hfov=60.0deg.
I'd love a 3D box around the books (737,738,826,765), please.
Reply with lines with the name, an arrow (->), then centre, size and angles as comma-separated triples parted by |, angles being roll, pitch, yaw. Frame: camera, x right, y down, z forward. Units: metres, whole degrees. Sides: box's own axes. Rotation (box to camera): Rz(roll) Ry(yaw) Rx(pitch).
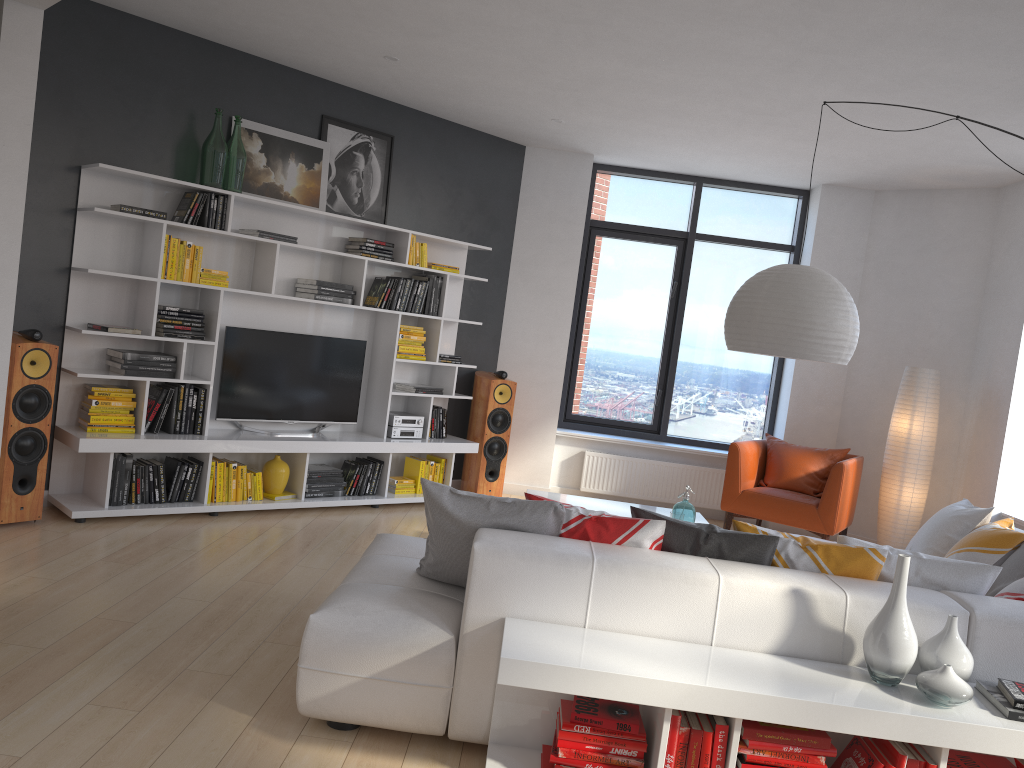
books -> 0.790, 1.081, 2.686 | 0.257, 0.025, 0.182 | 8, 3, 1

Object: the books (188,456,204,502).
books -> -2.063, 0.608, 5.690 | 0.066, 0.260, 0.197 | 4, 5, -43

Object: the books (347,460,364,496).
books -> -1.191, 0.689, 6.511 | 0.096, 0.234, 0.187 | 4, 5, -43

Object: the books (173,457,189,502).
books -> -2.134, 0.606, 5.623 | 0.075, 0.254, 0.192 | 4, 5, -44

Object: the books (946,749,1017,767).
books -> 1.413, 1.188, 2.708 | 0.301, 0.032, 0.227 | 8, 3, 1

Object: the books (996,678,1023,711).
books -> 1.592, 0.943, 2.629 | 0.238, 0.027, 0.188 | 8, 4, 15

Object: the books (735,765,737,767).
books -> 0.792, 1.163, 2.703 | 0.279, 0.039, 0.206 | 8, 3, 2

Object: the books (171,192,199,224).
books -> -2.034, -1.094, 5.513 | 0.096, 0.213, 0.166 | 4, 5, -45

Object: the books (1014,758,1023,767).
books -> 1.604, 1.282, 2.659 | 0.134, 0.248, 0.192 | 8, 3, 1

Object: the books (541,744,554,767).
books -> 0.241, 1.205, 2.748 | 0.301, 0.032, 0.227 | 8, 3, 1

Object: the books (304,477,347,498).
books -> -1.403, 0.717, 6.352 | 0.277, 0.137, 0.343 | 11, 5, 41

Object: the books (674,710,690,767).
books -> 0.495, 1.129, 2.699 | 0.031, 0.255, 0.181 | 8, 3, 1

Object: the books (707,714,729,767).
books -> 0.602, 1.126, 2.691 | 0.049, 0.291, 0.214 | 8, 3, 1

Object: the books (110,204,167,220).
books -> -2.238, -1.026, 5.313 | 0.268, 0.046, 0.208 | 5, 4, -40

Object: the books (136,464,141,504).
books -> -2.322, 0.601, 5.433 | 0.053, 0.240, 0.189 | 4, 5, -43

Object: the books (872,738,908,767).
books -> 1.105, 1.201, 2.657 | 0.046, 0.282, 0.199 | 8, 3, 1

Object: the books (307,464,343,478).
books -> -1.410, 0.622, 6.358 | 0.250, 0.047, 0.310 | 11, 5, 42

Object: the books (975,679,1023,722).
books -> 1.591, 0.968, 2.656 | 0.300, 0.026, 0.245 | 8, 3, 6

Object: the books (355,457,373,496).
books -> -1.125, 0.683, 6.571 | 0.075, 0.254, 0.192 | 4, 5, -44

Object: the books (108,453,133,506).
books -> -2.411, 0.556, 5.353 | 0.128, 0.321, 0.259 | 4, 5, -43

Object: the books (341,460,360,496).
books -> -1.212, 0.687, 6.484 | 0.104, 0.234, 0.182 | 4, 5, -43

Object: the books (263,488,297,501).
books -> -1.651, 0.753, 6.105 | 0.270, 0.029, 0.204 | 10, 4, 31

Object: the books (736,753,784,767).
books -> 0.793, 1.131, 2.685 | 0.261, 0.027, 0.191 | 7, 3, -3

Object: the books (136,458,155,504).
books -> -2.265, 0.597, 5.482 | 0.066, 0.255, 0.193 | 4, 5, -44

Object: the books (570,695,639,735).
books -> 0.288, 1.017, 2.736 | 0.206, 0.029, 0.152 | 8, 3, 7

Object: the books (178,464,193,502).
books -> -2.107, 0.614, 5.632 | 0.071, 0.243, 0.179 | 4, 5, -44

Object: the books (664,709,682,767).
books -> 0.462, 1.107, 2.696 | 0.036, 0.294, 0.208 | 8, 3, 1

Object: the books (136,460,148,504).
books -> -2.278, 0.603, 5.454 | 0.050, 0.242, 0.169 | 4, 5, -44

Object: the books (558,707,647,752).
books -> 0.276, 1.067, 2.745 | 0.269, 0.028, 0.179 | 8, 3, 3

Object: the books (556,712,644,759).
books -> 0.270, 1.093, 2.764 | 0.261, 0.028, 0.191 | 8, 3, 1

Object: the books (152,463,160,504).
books -> -2.238, 0.606, 5.497 | 0.066, 0.242, 0.177 | 4, 5, -44

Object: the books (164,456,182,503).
books -> -2.170, 0.600, 5.593 | 0.066, 0.260, 0.197 | 4, 5, -43

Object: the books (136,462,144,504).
books -> -2.300, 0.604, 5.444 | 0.049, 0.236, 0.170 | 4, 5, -43

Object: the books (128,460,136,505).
books -> -2.346, 0.583, 5.412 | 0.053, 0.268, 0.202 | 4, 5, -44

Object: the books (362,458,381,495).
books -> -1.078, 0.688, 6.614 | 0.084, 0.249, 0.191 | 4, 5, -43

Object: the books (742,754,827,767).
books -> 0.805, 1.107, 2.678 | 0.236, 0.023, 0.178 | 8, 3, 1

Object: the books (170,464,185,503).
books -> -2.136, 0.615, 5.588 | 0.069, 0.242, 0.172 | 4, 5, -43

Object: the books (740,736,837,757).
books -> 0.813, 1.059, 2.677 | 0.266, 0.026, 0.187 | 7, 3, -4

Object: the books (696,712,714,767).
books -> 0.566, 1.137, 2.688 | 0.042, 0.259, 0.195 | 8, 3, 1

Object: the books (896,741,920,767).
books -> 1.143, 1.210, 2.672 | 0.038, 0.270, 0.215 | 8, 3, 1

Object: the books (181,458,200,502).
books -> -2.087, 0.611, 5.666 | 0.084, 0.249, 0.191 | 4, 5, -43

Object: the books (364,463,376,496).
books -> -1.102, 0.692, 6.586 | 0.068, 0.243, 0.179 | 4, 5, -45

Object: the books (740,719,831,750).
books -> 0.799, 1.027, 2.684 | 0.259, 0.034, 0.206 | 7, 3, -1

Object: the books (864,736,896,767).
books -> 1.041, 1.208, 2.659 | 0.115, 0.245, 0.192 | 8, 3, 1

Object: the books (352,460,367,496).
books -> -1.159, 0.692, 6.522 | 0.081, 0.233, 0.169 | 4, 5, -44

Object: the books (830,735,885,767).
books -> 1.000, 1.202, 2.667 | 0.144, 0.247, 0.188 | 8, 3, 2

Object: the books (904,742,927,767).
books -> 1.173, 1.218, 2.662 | 0.028, 0.266, 0.188 | 8, 3, 1

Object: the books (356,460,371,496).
books -> -1.125, 0.692, 6.537 | 0.069, 0.242, 0.172 | 4, 5, -43

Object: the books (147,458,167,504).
books -> -2.215, 0.603, 5.523 | 0.083, 0.249, 0.191 | 4, 5, -43

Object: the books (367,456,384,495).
books -> -1.053, 0.685, 6.638 | 0.066, 0.260, 0.197 | 4, 5, -43

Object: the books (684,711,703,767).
books -> 0.528, 1.132, 2.699 | 0.034, 0.259, 0.207 | 8, 3, 1

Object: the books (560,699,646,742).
books -> 0.278, 1.041, 2.747 | 0.254, 0.025, 0.178 | 8, 3, 1

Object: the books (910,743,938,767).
books -> 1.200, 1.220, 2.646 | 0.028, 0.269, 0.181 | 8, 3, 1
